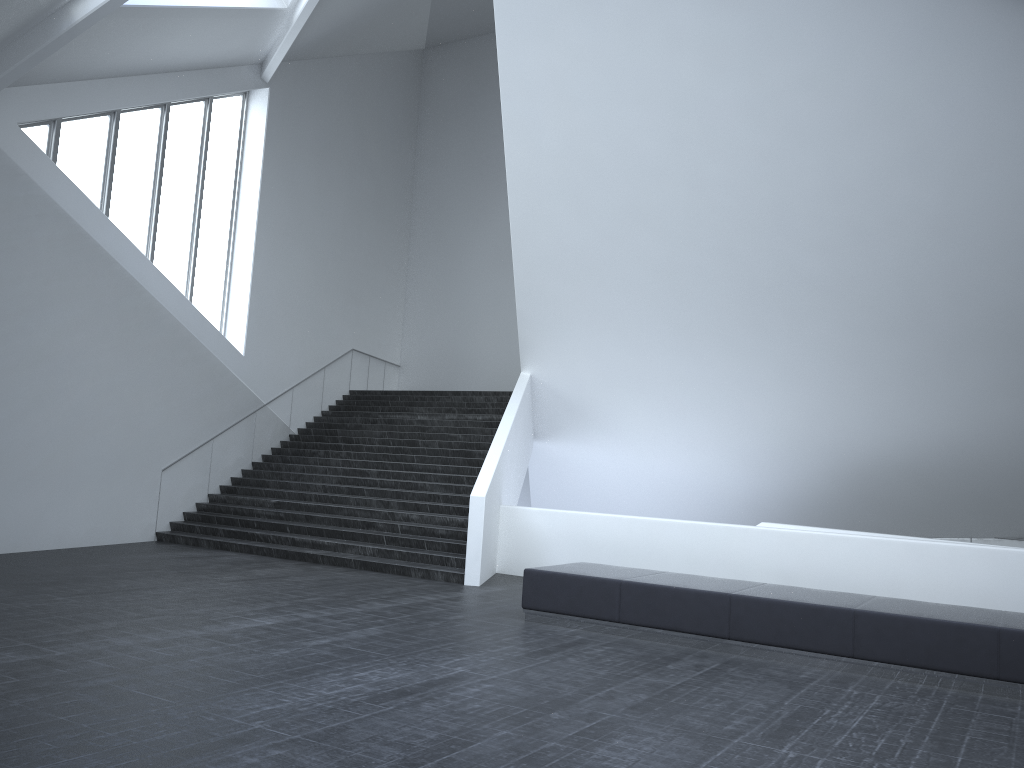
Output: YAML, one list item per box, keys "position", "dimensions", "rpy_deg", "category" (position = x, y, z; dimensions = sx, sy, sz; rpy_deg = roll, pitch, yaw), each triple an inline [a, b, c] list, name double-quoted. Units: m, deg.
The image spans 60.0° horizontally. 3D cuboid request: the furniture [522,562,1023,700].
- position: [2.958, 2.414, 8.923]
  dimensions: [5.742, 0.580, 1.488]
  rpy_deg: [0, -7, 30]
  category: "furniture"
